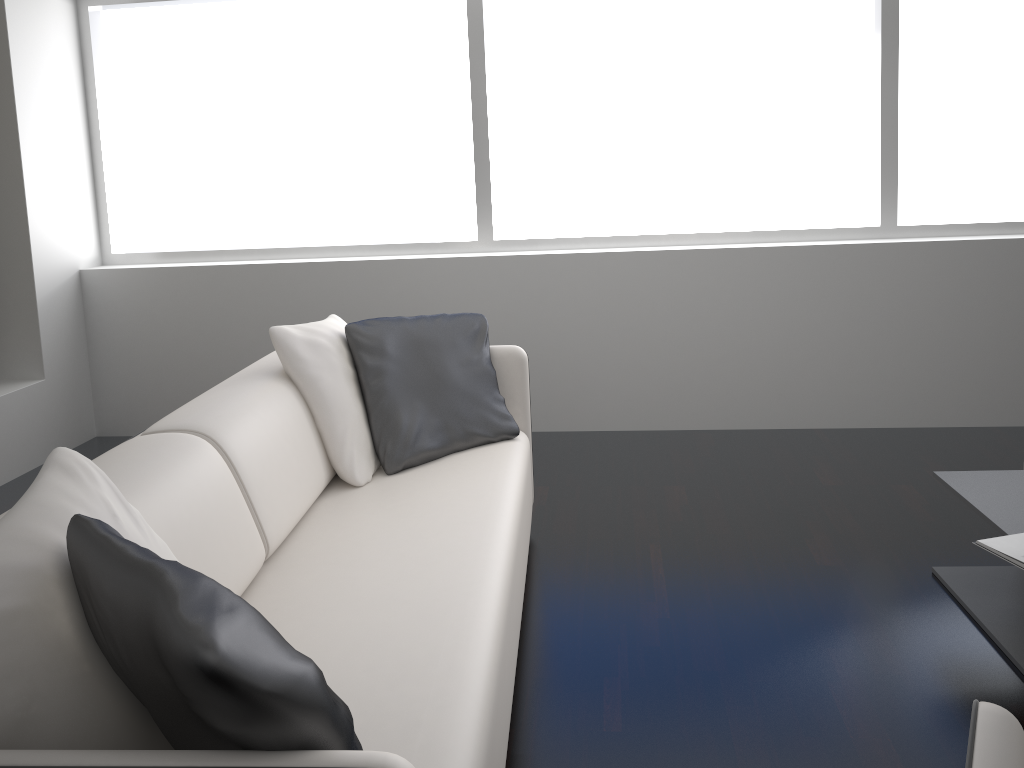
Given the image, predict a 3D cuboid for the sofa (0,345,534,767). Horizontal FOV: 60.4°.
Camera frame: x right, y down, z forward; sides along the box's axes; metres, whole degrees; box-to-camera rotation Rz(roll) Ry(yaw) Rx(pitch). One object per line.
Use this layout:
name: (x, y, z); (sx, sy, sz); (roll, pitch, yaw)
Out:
sofa: (-0.460, 0.414, 2.050); (0.918, 0.649, 2.285); (-2, 13, 4)

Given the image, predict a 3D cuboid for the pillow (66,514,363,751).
pillow: (-0.361, 0.398, 1.154); (0.280, 0.442, 0.570); (-9, 13, -38)

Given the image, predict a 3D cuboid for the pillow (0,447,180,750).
pillow: (-0.615, 0.399, 1.333); (0.323, 0.491, 0.596); (-3, 11, -4)

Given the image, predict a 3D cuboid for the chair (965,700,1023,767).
chair: (0.627, 0.746, 0.446); (0.769, 0.650, 0.934); (4, 13, 30)

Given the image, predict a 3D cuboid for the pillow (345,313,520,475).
pillow: (-0.262, -0.007, 2.892); (0.557, 0.429, 0.336); (-11, 12, -37)

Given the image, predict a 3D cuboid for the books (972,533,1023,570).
books: (1.354, 0.420, 1.910); (0.359, 0.016, 0.558); (-6, 14, -13)

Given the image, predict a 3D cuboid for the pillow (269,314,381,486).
pillow: (-0.529, 0.024, 2.827); (0.299, 0.499, 0.599); (-1, 11, 10)

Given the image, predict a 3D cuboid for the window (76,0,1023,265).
window: (1.781, -1.390, 4.192); (8.046, 1.412, 0.112); (-1, 7, 6)

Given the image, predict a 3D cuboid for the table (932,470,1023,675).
table: (1.368, 0.561, 2.017); (0.298, 0.308, 1.284); (-2, 13, 5)
